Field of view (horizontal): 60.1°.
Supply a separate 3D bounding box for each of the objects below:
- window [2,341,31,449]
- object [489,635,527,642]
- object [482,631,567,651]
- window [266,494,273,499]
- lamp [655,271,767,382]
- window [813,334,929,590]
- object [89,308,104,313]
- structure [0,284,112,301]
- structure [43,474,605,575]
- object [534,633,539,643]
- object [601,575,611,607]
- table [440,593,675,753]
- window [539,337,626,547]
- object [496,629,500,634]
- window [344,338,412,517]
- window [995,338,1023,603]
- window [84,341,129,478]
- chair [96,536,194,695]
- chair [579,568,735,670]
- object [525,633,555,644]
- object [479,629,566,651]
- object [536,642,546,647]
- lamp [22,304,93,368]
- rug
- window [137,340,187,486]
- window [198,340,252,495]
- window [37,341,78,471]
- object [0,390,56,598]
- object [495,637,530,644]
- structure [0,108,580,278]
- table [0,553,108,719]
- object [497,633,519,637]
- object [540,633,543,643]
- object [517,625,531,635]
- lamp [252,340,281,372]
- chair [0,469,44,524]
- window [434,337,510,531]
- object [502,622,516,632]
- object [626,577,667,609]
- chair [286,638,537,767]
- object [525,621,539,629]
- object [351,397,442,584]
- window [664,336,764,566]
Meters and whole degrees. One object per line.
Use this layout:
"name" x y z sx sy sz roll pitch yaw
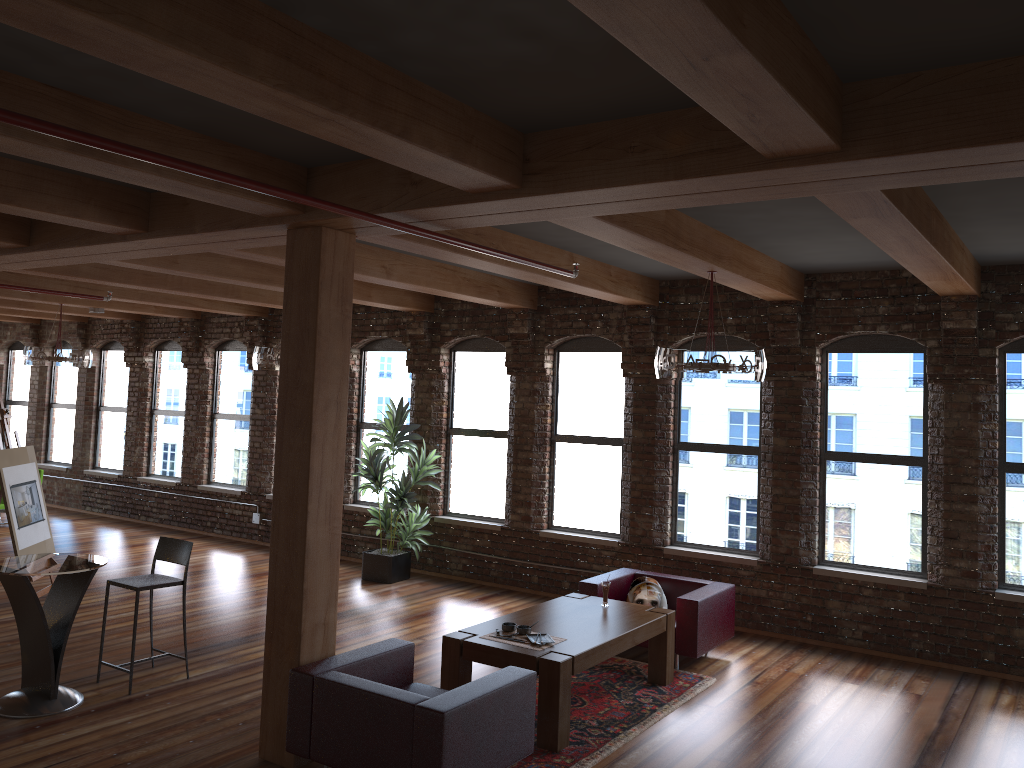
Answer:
"window" -9.012 0.313 16.096 0.968 2.221 0.231 0 -4 33
"object" -0.027 1.663 5.794 0.270 0.008 0.007 2 -2 23
"object" 0.073 1.672 5.824 0.471 0.003 0.331 2 -1 33
"window" -2.870 0.477 12.039 0.968 2.221 0.231 0 -4 33
"lamp" 1.481 -0.435 6.596 0.808 0.817 0.808 3 -2 -16
"window" 3.250 0.641 7.998 0.968 2.221 0.234 0 -4 33
"object" -5.577 -0.994 11.900 0.147 0.072 0.145 1 -2 33
"structure" -6.248 -1.072 6.858 0.051 0.112 6.793 0 -2 33
"structure" -4.386 1.736 12.756 13.709 0.314 1.630 2 -1 27
"object" 0.162 1.652 5.777 0.007 0.008 0.269 2 -1 8
"object" 0.733 1.599 6.855 0.095 0.233 0.075 4 -4 -23
"table" 0.386 1.969 6.287 0.900 0.551 1.746 1 -2 33
"window" 0.802 0.576 9.614 0.968 2.221 0.234 0 -4 33
"object" -0.094 1.655 5.917 0.018 0.021 0.059 3 -1 -15
"window" -1.645 0.510 11.231 0.968 2.221 0.234 0 -4 33
"window" 4.473 0.674 7.189 0.968 2.221 0.234 0 -4 33
"window" -6.540 0.379 14.464 0.968 2.221 0.232 0 -4 33
"chair" -2.636 1.641 6.399 0.430 0.984 0.465 0 -4 33
"chair" 1.237 1.998 7.568 1.071 0.594 0.863 1 -2 33
"object" 0.183 1.665 5.780 0.154 0.018 0.212 2 -1 -11
"object" 0.074 1.672 5.825 0.469 0.001 0.352 2 -1 33
"object" 0.183 1.661 5.642 0.059 0.021 0.018 2 -2 20
"lamp" -5.840 -0.632 11.432 0.809 0.817 0.808 3 -2 -21
"rug" 0.356 2.239 6.228 1.344 0.009 2.457 2 -1 34
"window" -5.320 0.412 13.656 0.968 2.221 0.229 0 -4 33
"window" -4.094 0.445 12.849 0.968 2.221 0.235 0 -4 33
"window" -7.766 0.346 15.272 0.968 2.221 0.231 0 -4 33
"object" -4.055 1.021 7.267 0.684 2.147 0.700 3 -3 -7
"object" -0.007 1.663 5.758 0.270 0.008 0.007 2 -2 29
"structure" -1.391 -0.941 3.649 0.051 0.112 6.793 0 -2 33
"table" -3.100 1.650 5.859 0.720 0.927 0.721 4 -3 -32
"object" -0.029 1.652 5.851 0.153 0.031 0.045 2 -2 18
"object" 0.190 1.653 5.784 0.007 0.008 0.270 2 -1 -1
"object" 0.080 1.651 5.940 0.098 0.043 0.098 3 -1 -19
"lamp" -2.212 -0.535 9.036 0.809 0.817 0.808 3 -2 -14
"chair" -7.510 1.659 12.980 0.680 0.798 0.954 2 -2 8
"window" -0.421 0.543 10.422 0.968 2.221 0.234 0 -4 33
"object" -0.020 1.648 6.002 0.098 0.043 0.099 3 -2 -31
"object" 1.124 1.815 7.512 0.365 0.297 0.753 2 -1 5
"chair" -0.551 1.886 4.906 1.071 0.594 0.863 1 -2 33
"object" 0.111 1.625 5.942 0.137 0.080 0.045 2 -3 -1
"object" -1.393 1.193 10.286 0.964 2.109 1.080 5 -4 -43
"window" 2.026 0.609 8.806 0.968 2.221 0.234 0 -4 33
